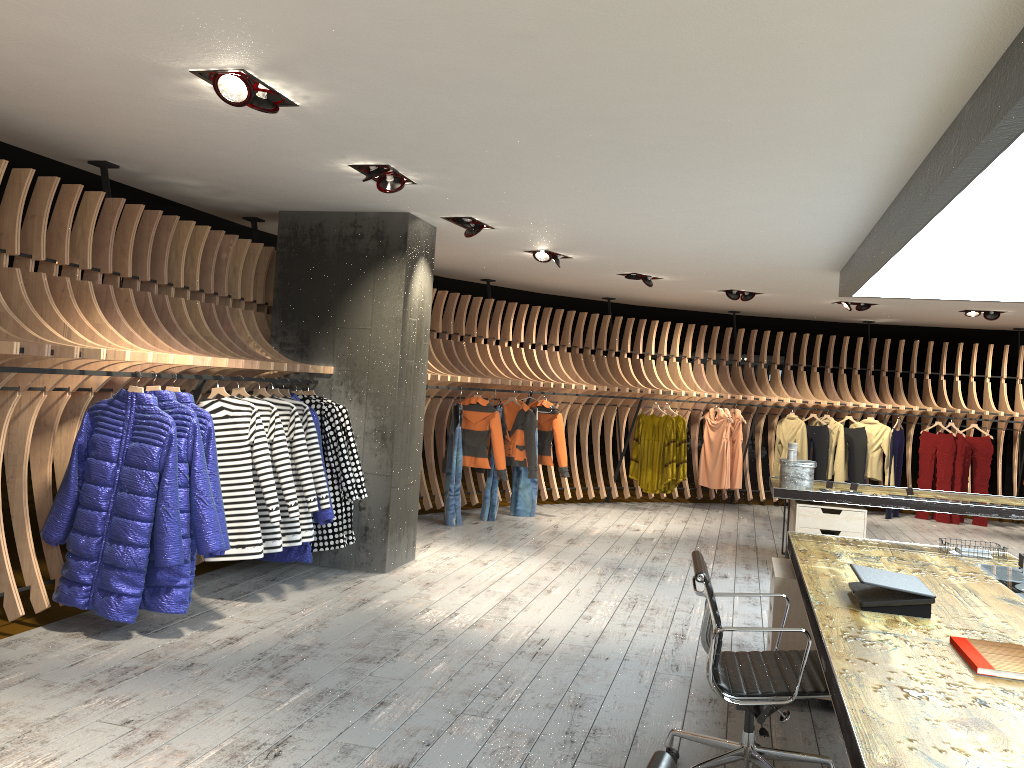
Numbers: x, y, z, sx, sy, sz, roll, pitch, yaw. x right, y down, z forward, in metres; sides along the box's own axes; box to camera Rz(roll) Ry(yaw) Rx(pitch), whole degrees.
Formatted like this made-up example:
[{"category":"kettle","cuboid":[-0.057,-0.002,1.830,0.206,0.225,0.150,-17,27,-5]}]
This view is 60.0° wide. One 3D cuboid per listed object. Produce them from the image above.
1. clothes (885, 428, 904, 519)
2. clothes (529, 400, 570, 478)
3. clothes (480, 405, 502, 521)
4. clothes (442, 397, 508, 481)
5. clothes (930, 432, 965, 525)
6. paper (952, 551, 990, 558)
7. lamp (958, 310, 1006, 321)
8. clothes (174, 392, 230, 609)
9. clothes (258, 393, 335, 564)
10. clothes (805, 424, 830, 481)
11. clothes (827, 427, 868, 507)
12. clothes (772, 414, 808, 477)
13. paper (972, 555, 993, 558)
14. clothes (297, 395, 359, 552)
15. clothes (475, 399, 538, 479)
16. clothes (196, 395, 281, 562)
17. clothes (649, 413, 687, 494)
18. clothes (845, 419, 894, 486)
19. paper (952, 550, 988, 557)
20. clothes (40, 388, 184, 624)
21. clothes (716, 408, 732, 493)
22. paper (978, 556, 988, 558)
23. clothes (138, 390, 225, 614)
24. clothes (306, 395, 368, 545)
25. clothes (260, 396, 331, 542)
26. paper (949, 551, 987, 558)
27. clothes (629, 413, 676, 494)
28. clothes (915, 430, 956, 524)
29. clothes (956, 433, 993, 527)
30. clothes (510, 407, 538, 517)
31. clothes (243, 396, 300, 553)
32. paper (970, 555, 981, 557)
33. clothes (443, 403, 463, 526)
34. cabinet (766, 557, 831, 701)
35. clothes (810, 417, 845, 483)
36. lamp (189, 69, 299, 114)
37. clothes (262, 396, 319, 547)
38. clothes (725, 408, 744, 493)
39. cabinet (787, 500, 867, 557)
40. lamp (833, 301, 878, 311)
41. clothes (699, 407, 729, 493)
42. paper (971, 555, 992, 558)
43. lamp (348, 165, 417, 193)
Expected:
[{"category":"clothes","cuboid":[5.296,1.281,12.262,0.087,1.353,0.539,3,-1,39]},{"category":"clothes","cuboid":[0.346,0.624,10.468,0.840,0.881,0.200,3,-1,45]},{"category":"clothes","cuboid":[-0.235,0.941,9.807,0.200,1.422,0.308,3,-1,7]},{"category":"clothes","cuboid":[-0.410,0.576,9.617,0.840,0.881,0.200,3,-1,30]},{"category":"clothes","cuboid":[5.984,1.332,12.175,0.093,1.338,0.552,4,-1,-15]},{"category":"paper","cuboid":[2.453,0.908,4.728,0.176,0.004,0.130,4,0,17]},{"category":"lamp","cuboid":[5.847,-0.935,11.014,0.493,0.296,0.269,4,-1,8]},{"category":"clothes","cuboid":[-2.054,0.655,5.153,0.885,1.239,0.245,3,-1,12]},{"category":"clothes","cuboid":[-1.676,0.679,6.482,0.885,1.239,0.245,3,-1,12]},{"category":"clothes","cuboid":[4.105,1.209,12.217,0.087,1.353,0.539,4,-1,-41]},{"category":"clothes","cuboid":[4.619,1.241,12.257,0.539,1.353,0.087,3,-1,39]},{"category":"clothes","cuboid":[3.815,0.863,12.181,0.250,0.890,0.705,4,-1,-25]},{"category":"paper","cuboid":[2.453,0.906,4.728,0.176,0.004,0.130,4,0,19]},{"category":"clothes","cuboid":[-1.495,0.677,6.599,0.807,1.187,0.191,3,-1,15]},{"category":"clothes","cuboid":[-0.016,0.604,10.020,0.840,0.881,0.200,3,-1,35]},{"category":"clothes","cuboid":[-1.771,0.603,5.598,0.752,1.062,0.128,3,-1,13]},{"category":"clothes","cuboid":[1.994,0.909,11.587,0.168,1.045,0.665,5,-1,-44]},{"category":"clothes","cuboid":[4.935,0.932,12.269,0.705,0.890,0.250,3,-1,35]},{"category":"paper","cuboid":[2.453,0.905,4.728,0.176,0.004,0.130,4,0,21]},{"category":"clothes","cuboid":[-2.211,0.651,4.864,0.880,1.261,0.242,3,-1,12]},{"category":"clothes","cuboid":[2.823,0.898,11.941,0.125,1.156,0.447,4,-1,-16]},{"category":"paper","cuboid":[2.453,0.908,4.728,0.176,0.004,0.130,4,0,23]},{"category":"clothes","cuboid":[-2.023,0.654,4.960,0.884,1.246,0.249,3,-1,12]},{"category":"clothes","cuboid":[-1.456,0.679,6.783,0.799,1.186,0.191,3,-1,15]},{"category":"clothes","cuboid":[-1.599,0.614,6.252,0.752,1.062,0.128,3,-1,13]},{"category":"paper","cuboid":[2.438,0.909,4.727,0.176,0.003,0.130,4,0,13]},{"category":"clothes","cuboid":[1.835,0.898,11.498,0.168,1.045,0.665,5,-1,-44]},{"category":"clothes","cuboid":[5.821,1.322,12.203,0.093,1.338,0.552,4,-1,-30]},{"category":"clothes","cuboid":[6.267,1.350,12.117,0.093,1.338,0.552,4,-1,-35]},{"category":"clothes","cuboid":[0.148,0.965,10.261,0.309,1.422,0.200,4,-1,-13]},{"category":"clothes","cuboid":[-1.711,0.607,5.825,0.752,1.062,0.128,3,-1,13]},{"category":"paper","cuboid":[2.453,0.907,4.728,0.176,0.004,0.130,4,0,18]},{"category":"clothes","cuboid":[-0.589,0.918,9.331,0.200,1.422,0.309,4,-1,-8]},{"category":"cabinet","cuboid":[1.910,1.314,4.547,1.132,0.630,0.593,4,-1,15]},{"category":"clothes","cuboid":[4.337,0.896,12.259,0.250,0.890,0.705,4,-1,-35]},{"category":"lamp","cuboid":[-1.211,-1.391,4.063,0.269,0.286,0.492,3,0,15]},{"category":"clothes","cuboid":[-1.645,0.612,6.079,0.752,1.062,0.128,3,-1,13]},{"category":"clothes","cuboid":[2.981,0.908,11.987,0.125,1.156,0.447,4,-1,-21]},{"category":"cabinet","cuboid":[2.850,1.375,8.125,0.593,0.630,1.131,3,0,15]},{"category":"lamp","cuboid":[4.265,-1.041,11.020,0.492,0.284,0.269,4,-1,-5]},{"category":"clothes","cuboid":[2.713,0.891,11.902,0.125,1.156,0.447,4,-1,-40]},{"category":"paper","cuboid":[2.453,0.906,4.728,0.176,0.004,0.130,4,0,22]},{"category":"lamp","cuboid":[-0.808,-1.362,5.605,0.269,0.292,0.492,3,0,15]}]
